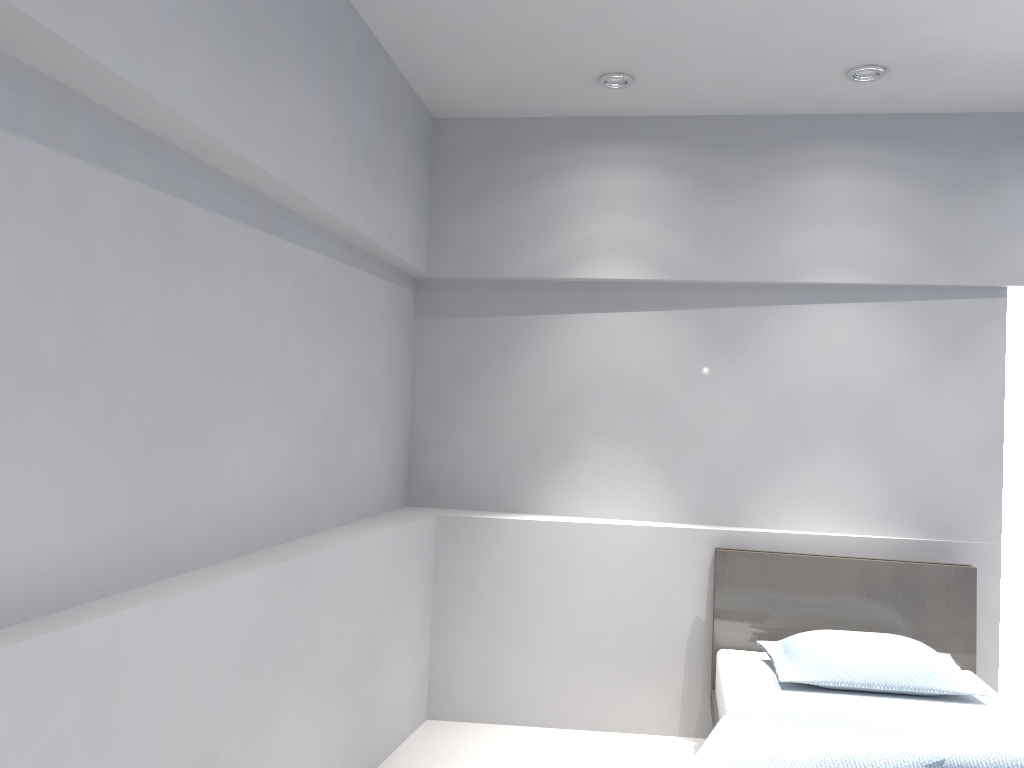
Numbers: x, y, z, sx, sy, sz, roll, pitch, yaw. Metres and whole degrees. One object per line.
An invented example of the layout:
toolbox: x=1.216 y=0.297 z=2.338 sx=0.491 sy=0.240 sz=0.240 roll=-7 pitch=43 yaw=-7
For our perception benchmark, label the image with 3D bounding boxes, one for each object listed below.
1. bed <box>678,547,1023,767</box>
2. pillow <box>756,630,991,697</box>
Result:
bed: x=1.128 y=1.050 z=2.615 sx=1.411 sy=0.752 sz=2.319 roll=2 pitch=-2 yaw=11
pillow: x=1.327 y=1.028 z=3.309 sx=0.746 sy=0.173 sz=0.417 roll=2 pitch=-2 yaw=6
